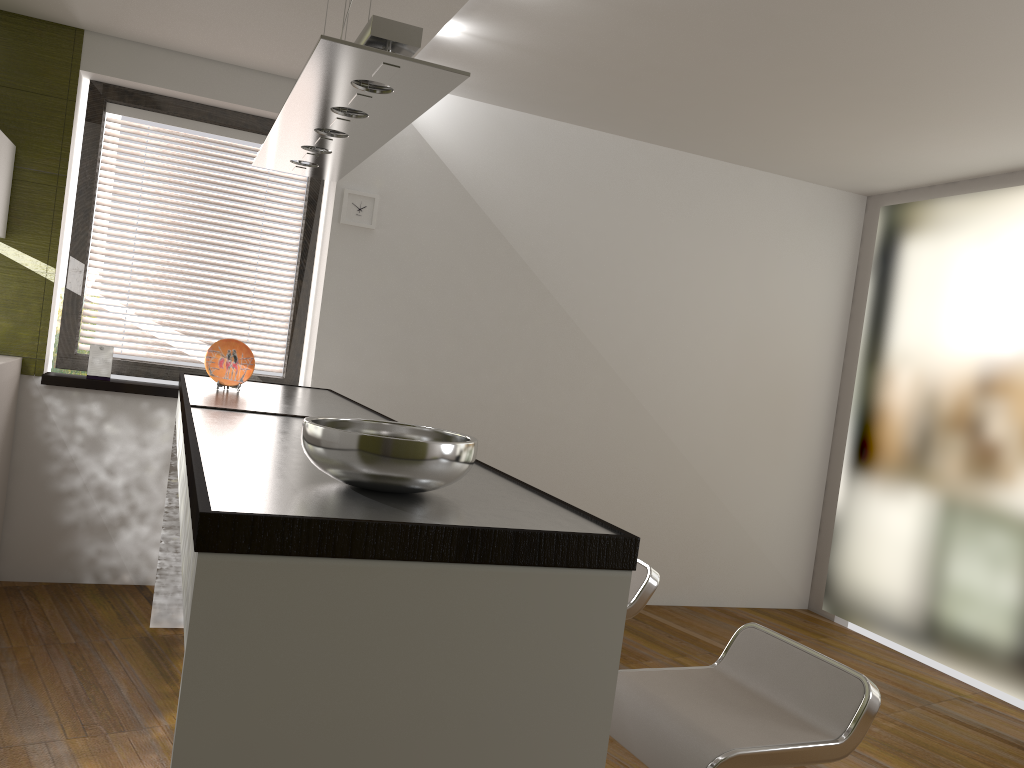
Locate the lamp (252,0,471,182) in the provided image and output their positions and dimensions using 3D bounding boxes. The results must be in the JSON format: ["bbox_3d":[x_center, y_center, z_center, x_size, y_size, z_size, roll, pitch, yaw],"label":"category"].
[{"bbox_3d":[-0.496,-1.088,2.648,0.326,0.683,1.677,7,2,-21],"label":"lamp"}]

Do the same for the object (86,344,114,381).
[{"bbox_3d":[-2.029,-0.108,4.371,0.106,0.169,0.057,7,2,-27],"label":"object"}]

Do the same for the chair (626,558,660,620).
[{"bbox_3d":[0.098,0.906,2.630,0.460,0.857,0.418,7,2,-21],"label":"chair"}]

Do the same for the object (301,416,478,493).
[{"bbox_3d":[-0.221,0.132,1.585,0.311,0.105,0.311,7,2,-8],"label":"object"}]

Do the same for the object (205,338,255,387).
[{"bbox_3d":[-1.058,-0.081,3.329,0.184,0.178,0.055,7,2,-25],"label":"object"}]

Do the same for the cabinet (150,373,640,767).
[{"bbox_3d":[-0.705,0.658,2.669,0.663,1.134,2.947,7,2,-21],"label":"cabinet"}]

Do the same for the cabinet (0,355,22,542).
[{"bbox_3d":[-2.090,0.494,2.778,0.465,1.086,2.940,7,2,-21],"label":"cabinet"}]

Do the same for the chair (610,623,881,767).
[{"bbox_3d":[0.401,0.969,1.842,0.460,0.857,0.418,7,2,-26],"label":"chair"}]

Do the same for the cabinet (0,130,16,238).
[{"bbox_3d":[-2.042,0.002,2.471,0.724,2.089,3.471,7,2,-21],"label":"cabinet"}]

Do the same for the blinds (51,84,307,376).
[{"bbox_3d":[-5.039,-3.767,6.292,9.030,12.704,16.000,8,2,18],"label":"blinds"}]

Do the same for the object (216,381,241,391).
[{"bbox_3d":[-1.062,-0.043,3.330,0.088,0.131,0.072,7,2,-26],"label":"object"}]

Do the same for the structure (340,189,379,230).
[{"bbox_3d":[-0.795,-0.911,4.628,0.180,0.180,0.026,7,2,-21],"label":"structure"}]
